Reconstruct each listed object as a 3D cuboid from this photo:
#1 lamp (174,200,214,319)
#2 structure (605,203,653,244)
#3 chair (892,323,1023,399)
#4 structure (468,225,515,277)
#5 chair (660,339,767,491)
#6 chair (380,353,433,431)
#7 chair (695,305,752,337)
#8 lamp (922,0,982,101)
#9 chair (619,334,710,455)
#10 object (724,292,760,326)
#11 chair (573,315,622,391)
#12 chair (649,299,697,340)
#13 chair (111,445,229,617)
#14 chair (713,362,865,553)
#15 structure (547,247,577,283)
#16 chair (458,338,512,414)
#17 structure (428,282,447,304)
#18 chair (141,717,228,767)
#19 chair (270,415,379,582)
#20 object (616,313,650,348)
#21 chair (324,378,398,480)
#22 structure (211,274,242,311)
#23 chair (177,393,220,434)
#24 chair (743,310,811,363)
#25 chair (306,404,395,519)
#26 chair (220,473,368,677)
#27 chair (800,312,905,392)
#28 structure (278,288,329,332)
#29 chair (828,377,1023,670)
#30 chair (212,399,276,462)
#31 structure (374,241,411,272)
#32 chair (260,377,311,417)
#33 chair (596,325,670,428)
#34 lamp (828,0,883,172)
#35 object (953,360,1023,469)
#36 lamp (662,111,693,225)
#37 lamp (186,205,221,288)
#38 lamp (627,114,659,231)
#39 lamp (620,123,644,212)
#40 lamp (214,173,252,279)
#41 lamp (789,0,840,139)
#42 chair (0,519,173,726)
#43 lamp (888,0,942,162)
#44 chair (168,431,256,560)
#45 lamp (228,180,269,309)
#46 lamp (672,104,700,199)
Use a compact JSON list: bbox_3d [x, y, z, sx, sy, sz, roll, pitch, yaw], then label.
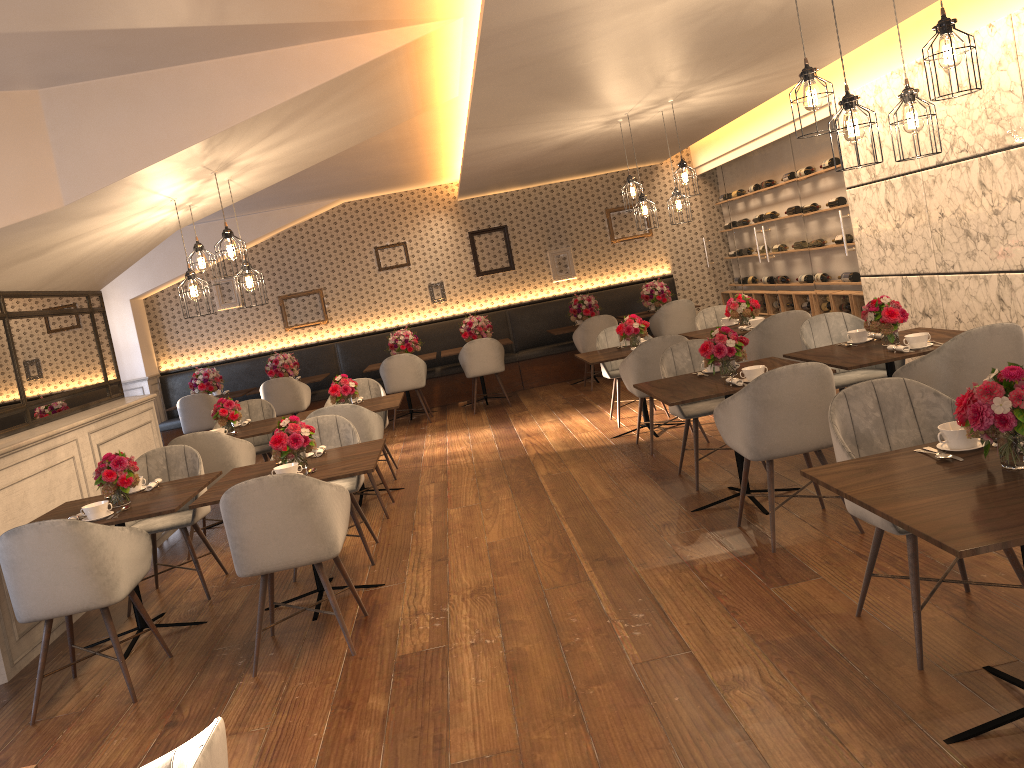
[{"bbox_3d":[-2.187,-1.443,5.579,0.175,2.063,0.175,-11,4,-2],"label":"lamp"},{"bbox_3d":[1.622,-2.229,12.243,0.601,0.484,0.032,-11,4,-4],"label":"structure"},{"bbox_3d":[2.295,0.121,4.439,0.565,0.869,0.528,-11,4,-3],"label":"chair"},{"bbox_3d":[-0.278,-1.820,12.128,0.544,0.630,0.035,-11,4,-4],"label":"structure"},{"bbox_3d":[1.271,0.162,5.702,0.565,0.869,0.528,-11,4,-3],"label":"chair"},{"bbox_3d":[-1.258,0.055,10.539,0.565,0.869,0.528,-11,4,-3],"label":"chair"},{"bbox_3d":[2.026,-0.290,8.231,0.565,0.869,0.528,-11,4,-3],"label":"chair"},{"bbox_3d":[1.526,-2.128,3.365,0.175,2.063,0.175,-11,4,-2],"label":"lamp"},{"bbox_3d":[1.171,0.042,6.846,0.565,0.869,0.528,-11,4,-3],"label":"chair"},{"bbox_3d":[1.966,-0.641,7.555,0.304,0.300,0.236,-9,5,18],"label":"object"},{"bbox_3d":[1.069,-0.406,10.691,0.565,0.869,0.528,-11,4,-3],"label":"chair"},{"bbox_3d":[2.008,-0.593,10.752,0.565,0.869,0.528,-11,4,-3],"label":"chair"},{"bbox_3d":[-2.077,0.844,5.336,0.565,0.869,0.528,-11,4,-3],"label":"chair"},{"bbox_3d":[1.355,0.307,4.378,0.565,0.869,0.528,-11,4,-3],"label":"chair"},{"bbox_3d":[0.691,-1.644,12.202,0.340,0.438,0.035,-11,4,-4],"label":"structure"},{"bbox_3d":[-0.319,-0.131,10.600,0.565,0.869,0.528,-11,4,-3],"label":"chair"},{"bbox_3d":[-1.018,-1.247,12.101,0.216,0.276,0.018,-11,4,-4],"label":"structure"},{"bbox_3d":[-0.662,1.051,1.423,0.526,0.869,0.567,-11,5,-3],"label":"chair"},{"bbox_3d":[-1.137,0.658,5.397,0.565,0.869,0.528,-11,4,-3],"label":"chair"},{"bbox_3d":[1.033,-0.460,7.526,0.307,0.300,0.234,-13,5,-26],"label":"object"},{"bbox_3d":[-1.310,0.409,7.712,0.565,0.869,0.528,-11,4,-3],"label":"chair"},{"bbox_3d":[-3.828,-1.225,11.884,0.340,0.438,0.035,-11,4,-4],"label":"structure"},{"bbox_3d":[-3.585,0.517,10.387,0.565,0.869,0.528,-11,4,-3],"label":"chair"},{"bbox_3d":[2.110,-0.144,6.907,0.565,0.869,0.528,-11,4,-3],"label":"chair"},{"bbox_3d":[-1.181,0.545,6.391,0.565,0.869,0.528,-11,4,-3],"label":"chair"},{"bbox_3d":[-1.008,0.794,4.076,0.565,0.869,0.528,-11,4,-3],"label":"chair"},{"bbox_3d":[2.211,-0.024,5.763,0.565,0.869,0.528,-11,4,-3],"label":"chair"},{"bbox_3d":[-2.819,-1.002,11.970,0.601,0.484,0.032,-11,4,-4],"label":"structure"},{"bbox_3d":[1.464,0.438,3.134,0.565,0.869,0.528,-11,4,-3],"label":"chair"},{"bbox_3d":[-2.250,0.596,7.651,0.565,0.869,0.528,-11,4,-3],"label":"chair"},{"bbox_3d":[-1.624,-1.732,12.034,0.449,0.344,0.016,-11,4,-4],"label":"structure"},{"bbox_3d":[-2.646,0.331,10.448,0.565,0.869,0.528,-11,4,-3],"label":"chair"},{"bbox_3d":[1.087,-0.103,8.169,0.565,0.869,0.528,-11,4,-3],"label":"chair"},{"bbox_3d":[1.229,-1.898,3.557,0.175,2.063,0.175,-11,4,-2],"label":"lamp"},{"bbox_3d":[1.410,0.081,2.490,0.304,0.300,0.236,-8,6,29],"label":"object"},{"bbox_3d":[1.255,-2.380,7.482,0.175,2.063,0.175,-11,4,-2],"label":"lamp"},{"bbox_3d":[-2.247,-1.667,5.895,0.175,2.063,0.175,-11,4,-2],"label":"lamp"},{"bbox_3d":[0.946,-2.304,7.335,0.175,2.063,0.175,-11,4,-2],"label":"lamp"},{"bbox_3d":[0.885,-2.528,7.650,0.175,2.063,0.175,-11,4,-2],"label":"lamp"},{"bbox_3d":[-1.889,-1.673,5.387,0.175,2.063,0.175,-11,4,-2],"label":"lamp"},{"bbox_3d":[1.168,-2.122,3.873,0.175,2.063,0.175,-11,4,-2],"label":"lamp"},{"bbox_3d":[-1.947,0.980,4.015,0.565,0.869,0.528,-11,4,-3],"label":"chair"},{"bbox_3d":[1.538,-1.974,3.704,0.175,2.063,0.175,-11,4,-2],"label":"lamp"},{"bbox_3d":[-2.120,0.732,6.330,0.565,0.869,0.528,-11,4,-3],"label":"chair"},{"bbox_3d":[-1.878,-1.519,5.726,0.175,2.063,0.175,-11,4,-2],"label":"lamp"},{"bbox_3d":[1.243,-2.534,7.142,0.175,2.063,0.175,-11,4,-2],"label":"lamp"}]
